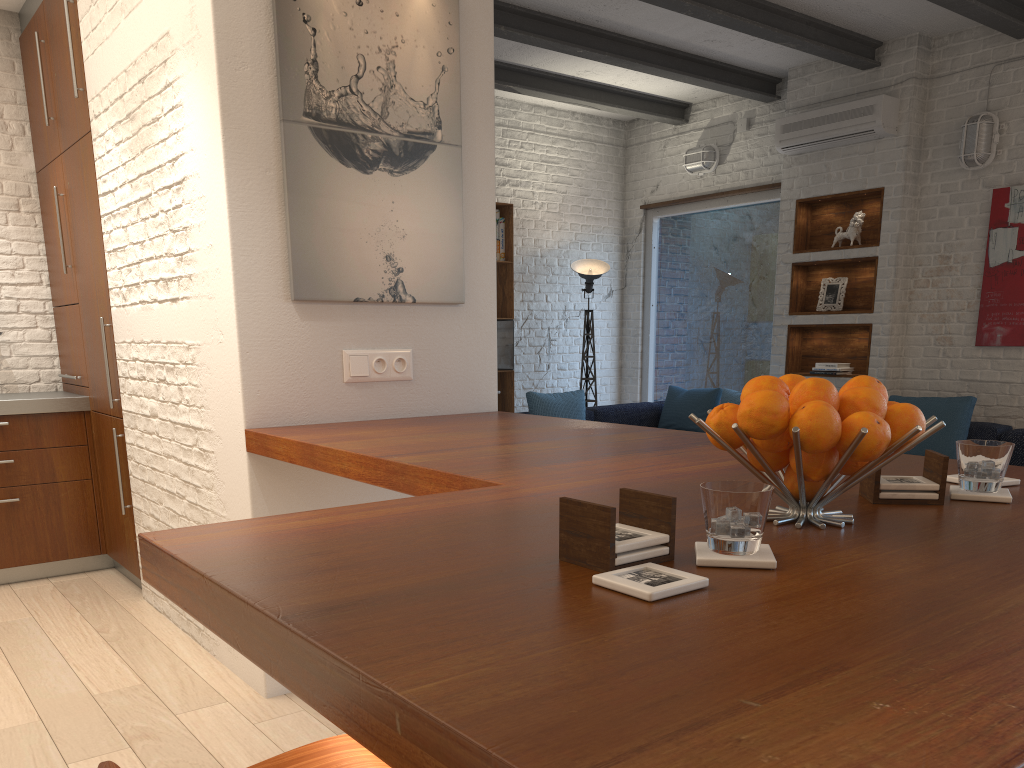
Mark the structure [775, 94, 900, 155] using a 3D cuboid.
[{"bbox_3d":[2.185,-1.745,5.916,0.198,0.226,0.801,-7,7,-38],"label":"structure"}]

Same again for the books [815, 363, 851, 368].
[{"bbox_3d":[2.342,-0.136,6.366,0.131,0.035,0.201,-2,4,-28],"label":"books"}]

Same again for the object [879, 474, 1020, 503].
[{"bbox_3d":[0.802,0.180,1.556,0.392,0.036,0.194,-3,4,-33],"label":"object"}]

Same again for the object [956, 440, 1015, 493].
[{"bbox_3d":[0.819,0.144,1.519,0.091,0.087,0.089,-4,9,-22],"label":"object"}]

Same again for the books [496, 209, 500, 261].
[{"bbox_3d":[-0.180,-1.152,6.834,0.036,0.395,0.239,-10,14,-37],"label":"books"}]

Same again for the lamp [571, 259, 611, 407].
[{"bbox_3d":[0.892,-0.123,7.421,0.865,1.903,0.490,5,13,24],"label":"lamp"}]

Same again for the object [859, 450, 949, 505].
[{"bbox_3d":[0.674,0.159,1.506,0.114,0.085,0.091,1,8,8],"label":"object"}]

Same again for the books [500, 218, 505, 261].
[{"bbox_3d":[-0.151,-1.127,6.882,0.055,0.340,0.250,-10,14,-37],"label":"books"}]

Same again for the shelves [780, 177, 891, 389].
[{"bbox_3d":[2.352,-0.668,6.278,0.189,1.472,0.753,-10,15,-37],"label":"shelves"}]

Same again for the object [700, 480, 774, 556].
[{"bbox_3d":[0.283,0.171,1.106,0.090,0.087,0.089,-7,10,-40],"label":"object"}]

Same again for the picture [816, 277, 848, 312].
[{"bbox_3d":[2.329,-0.648,6.328,0.190,0.252,0.100,8,14,42],"label":"picture"}]

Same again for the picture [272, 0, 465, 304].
[{"bbox_3d":[-0.439,-0.787,2.835,0.647,1.047,0.019,-8,15,-36],"label":"picture"}]

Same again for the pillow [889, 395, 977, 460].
[{"bbox_3d":[2.395,0.263,5.712,0.251,0.429,1.192,-9,9,-38],"label":"pillow"}]

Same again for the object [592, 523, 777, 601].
[{"bbox_3d":[0.201,0.209,1.099,0.284,0.036,0.202,-3,4,-37],"label":"object"}]

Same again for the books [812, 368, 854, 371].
[{"bbox_3d":[2.345,-0.109,6.366,0.169,0.019,0.232,-3,4,-36],"label":"books"}]

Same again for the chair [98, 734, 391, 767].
[{"bbox_3d":[-0.220,0.785,1.008,0.417,0.799,0.396,-9,14,-37],"label":"chair"}]

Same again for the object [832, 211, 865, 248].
[{"bbox_3d":[2.374,-1.086,6.142,0.111,0.250,0.211,-7,11,-29],"label":"object"}]

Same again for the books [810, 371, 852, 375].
[{"bbox_3d":[2.332,-0.082,6.378,0.161,0.017,0.247,-2,4,-28],"label":"books"}]

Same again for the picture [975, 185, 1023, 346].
[{"bbox_3d":[3.221,-0.713,5.238,0.019,0.990,0.730,-11,14,-37],"label":"picture"}]

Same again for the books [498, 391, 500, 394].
[{"bbox_3d":[-0.352,0.069,6.964,0.440,0.021,0.268,-3,4,-37],"label":"books"}]

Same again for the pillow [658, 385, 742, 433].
[{"bbox_3d":[1.585,0.234,6.771,0.240,0.411,1.089,-9,9,-39],"label":"pillow"}]

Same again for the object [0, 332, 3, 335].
[{"bbox_3d":[-2.942,-0.323,4.374,0.662,0.401,0.137,-5,12,-36],"label":"object"}]

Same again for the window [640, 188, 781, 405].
[{"bbox_3d":[5.138,-2.220,2.926,0.637,6.601,12.132,-10,10,-37],"label":"window"}]

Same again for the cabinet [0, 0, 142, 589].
[{"bbox_3d":[-3.294,-0.333,2.579,2.264,2.909,4.658,3,7,17],"label":"cabinet"}]

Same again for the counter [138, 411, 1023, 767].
[{"bbox_3d":[0.042,0.651,1.994,1.667,0.947,2.456,-5,6,-37],"label":"counter"}]

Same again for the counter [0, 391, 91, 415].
[{"bbox_3d":[-2.850,0.204,2.583,3.485,0.072,3.279,-3,4,-37],"label":"counter"}]

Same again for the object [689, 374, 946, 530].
[{"bbox_3d":[0.452,0.099,1.332,0.362,0.229,0.356,2,6,18],"label":"object"}]

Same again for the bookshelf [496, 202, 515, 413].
[{"bbox_3d":[-0.617,-0.255,6.684,1.300,2.271,0.357,-8,15,-36],"label":"bookshelf"}]

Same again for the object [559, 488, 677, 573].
[{"bbox_3d":[0.134,0.185,1.112,0.113,0.084,0.092,-5,9,-37],"label":"object"}]

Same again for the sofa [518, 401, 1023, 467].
[{"bbox_3d":[1.711,0.574,5.523,2.057,0.680,3.886,-4,5,-38],"label":"sofa"}]

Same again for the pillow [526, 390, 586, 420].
[{"bbox_3d":[0.349,0.250,6.475,0.549,0.421,0.219,-6,12,-37],"label":"pillow"}]
